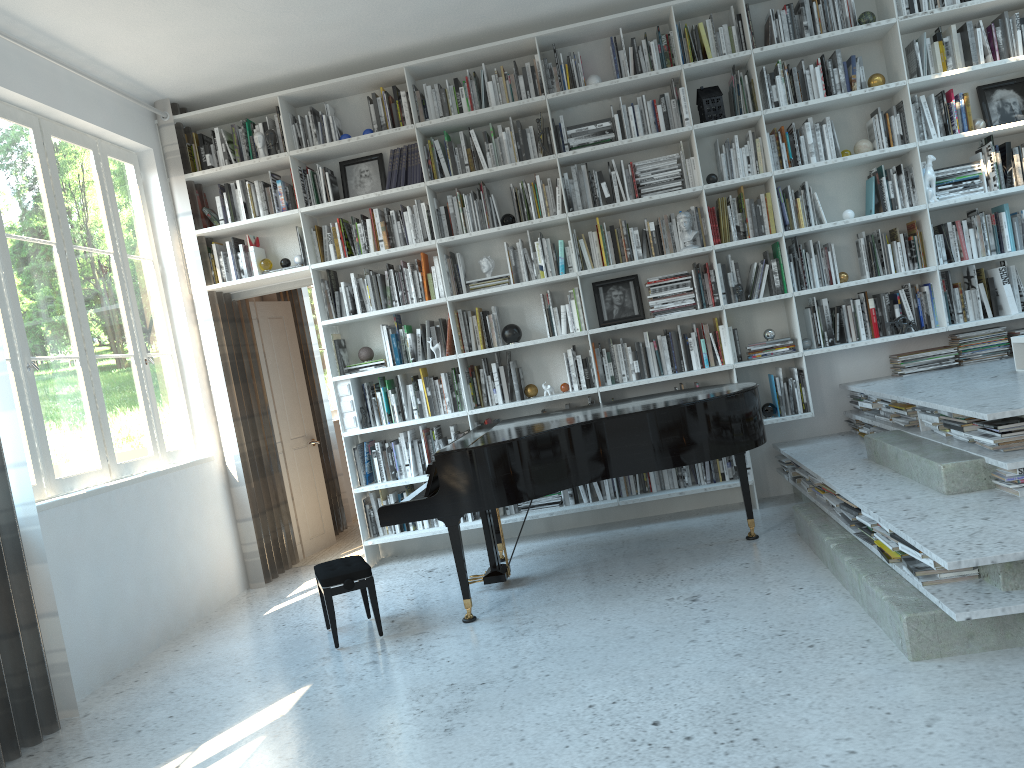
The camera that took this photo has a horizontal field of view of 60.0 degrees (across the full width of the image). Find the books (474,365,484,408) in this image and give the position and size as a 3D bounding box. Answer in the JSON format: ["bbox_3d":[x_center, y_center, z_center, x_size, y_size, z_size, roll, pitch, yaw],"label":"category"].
[{"bbox_3d":[-0.205,0.014,5.818,0.012,0.272,0.181,-10,2,7],"label":"books"}]

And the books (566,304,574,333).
[{"bbox_3d":[0.379,-0.420,5.735,0.024,0.188,0.172,-10,2,7],"label":"books"}]

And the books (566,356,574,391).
[{"bbox_3d":[0.383,-0.068,5.769,0.015,0.225,0.148,-10,2,7],"label":"books"}]

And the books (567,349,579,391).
[{"bbox_3d":[0.398,-0.092,5.747,0.027,0.269,0.158,-10,2,7],"label":"books"}]

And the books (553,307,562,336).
[{"bbox_3d":[0.299,-0.403,5.756,0.030,0.183,0.154,-10,2,7],"label":"books"}]

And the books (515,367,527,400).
[{"bbox_3d":[0.061,-0.003,5.804,0.023,0.212,0.160,-10,2,7],"label":"books"}]

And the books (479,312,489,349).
[{"bbox_3d":[-0.174,-0.349,5.806,0.014,0.244,0.153,-10,2,7],"label":"books"}]

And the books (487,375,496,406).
[{"bbox_3d":[-0.124,0.038,5.822,0.024,0.196,0.156,-10,2,7],"label":"books"}]

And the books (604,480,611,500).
[{"bbox_3d":[0.608,0.610,5.751,0.024,0.260,0.189,-10,2,7],"label":"books"}]

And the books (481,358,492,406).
[{"bbox_3d":[-0.154,-0.016,5.817,0.014,0.313,0.166,-10,2,7],"label":"books"}]

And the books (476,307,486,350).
[{"bbox_3d":[-0.199,-0.359,5.787,0.026,0.274,0.190,-10,2,7],"label":"books"}]

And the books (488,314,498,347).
[{"bbox_3d":[-0.114,-0.345,5.791,0.028,0.216,0.175,-10,2,7],"label":"books"}]

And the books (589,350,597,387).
[{"bbox_3d":[0.531,-0.103,5.765,0.019,0.242,0.107,-10,2,7],"label":"books"}]

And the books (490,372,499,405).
[{"bbox_3d":[-0.104,0.025,5.815,0.021,0.215,0.171,-10,2,7],"label":"books"}]

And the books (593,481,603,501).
[{"bbox_3d":[0.537,0.614,5.778,0.073,0.276,0.181,-10,2,7],"label":"books"}]

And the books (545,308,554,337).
[{"bbox_3d":[0.247,-0.395,5.748,0.025,0.186,0.154,-10,2,7],"label":"books"}]

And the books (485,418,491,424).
[{"bbox_3d":[-0.135,0.372,5.852,0.013,0.288,0.160,-10,2,7],"label":"books"}]

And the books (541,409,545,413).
[{"bbox_3d":[0.229,0.309,5.805,0.012,0.285,0.159,-10,2,7],"label":"books"}]

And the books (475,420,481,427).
[{"bbox_3d":[-0.203,0.386,5.864,0.012,0.285,0.159,-10,2,7],"label":"books"}]

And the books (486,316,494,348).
[{"bbox_3d":[-0.132,-0.338,5.798,0.011,0.208,0.180,-10,2,7],"label":"books"}]

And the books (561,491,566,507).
[{"bbox_3d":[0.327,0.663,5.800,0.012,0.254,0.160,-10,2,7],"label":"books"}]

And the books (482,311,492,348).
[{"bbox_3d":[-0.151,-0.355,5.819,0.028,0.248,0.142,-10,2,7],"label":"books"}]

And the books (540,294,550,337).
[{"bbox_3d":[0.221,-0.441,5.753,0.012,0.285,0.159,-10,2,7],"label":"books"}]

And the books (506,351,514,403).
[{"bbox_3d":[-0.013,-0.048,5.797,0.050,0.328,0.166,-10,2,7],"label":"books"}]

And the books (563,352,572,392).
[{"bbox_3d":[0.367,-0.079,5.762,0.012,0.254,0.160,-10,2,7],"label":"books"}]

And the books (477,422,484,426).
[{"bbox_3d":[-0.184,0.392,5.864,0.023,0.266,0.134,-10,2,7],"label":"books"}]

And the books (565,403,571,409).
[{"bbox_3d":[0.388,0.275,5.794,0.025,0.294,0.134,-10,2,7],"label":"books"}]

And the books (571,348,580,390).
[{"bbox_3d":[0.417,-0.100,5.759,0.010,0.277,0.155,-10,2,7],"label":"books"}]

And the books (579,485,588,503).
[{"bbox_3d":[0.449,0.641,5.787,0.062,0.253,0.177,-10,2,7],"label":"books"}]

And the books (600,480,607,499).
[{"bbox_3d":[0.588,0.613,5.785,0.025,0.259,0.132,-10,2,7],"label":"books"}]

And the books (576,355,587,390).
[{"bbox_3d":[0.453,-0.078,5.743,0.029,0.221,0.153,-10,2,7],"label":"books"}]

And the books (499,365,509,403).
[{"bbox_3d":[-0.042,0.000,5.820,0.029,0.241,0.135,-10,2,7],"label":"books"}]

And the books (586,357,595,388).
[{"bbox_3d":[0.511,-0.078,5.743,0.024,0.201,0.158,-10,2,7],"label":"books"}]

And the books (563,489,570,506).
[{"bbox_3d":[0.349,0.652,5.812,0.031,0.266,0.144,-10,2,7],"label":"books"}]

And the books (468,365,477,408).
[{"bbox_3d":[-0.246,0.016,5.835,0.013,0.283,0.146,-10,2,7],"label":"books"}]

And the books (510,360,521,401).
[{"bbox_3d":[0.030,-0.022,5.792,0.027,0.261,0.163,-10,2,7],"label":"books"}]

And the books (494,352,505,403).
[{"bbox_3d":[-0.070,-0.045,5.828,0.013,0.339,0.137,-10,2,7],"label":"books"}]

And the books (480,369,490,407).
[{"bbox_3d":[-0.175,0.021,5.823,0.042,0.248,0.162,-10,2,7],"label":"books"}]

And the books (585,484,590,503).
[{"bbox_3d":[0.487,0.645,5.781,0.011,0.232,0.174,-10,2,7],"label":"books"}]

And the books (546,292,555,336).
[{"bbox_3d":[0.257,-0.451,5.755,0.011,0.292,0.155,-10,2,7],"label":"books"}]

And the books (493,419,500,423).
[{"bbox_3d":[-0.081,0.370,5.853,0.026,0.274,0.146,-10,2,7],"label":"books"}]

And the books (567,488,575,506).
[{"bbox_3d":[0.383,0.679,5.797,0.029,0.202,0.178,-10,2,7],"label":"books"}]

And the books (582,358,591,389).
[{"bbox_3d":[0.487,-0.071,5.760,0.031,0.195,0.142,-10,2,7],"label":"books"}]

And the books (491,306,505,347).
[{"bbox_3d":[-0.089,-0.376,5.801,0.028,0.266,0.144,-10,2,7],"label":"books"}]

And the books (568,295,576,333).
[{"bbox_3d":[0.390,-0.450,5.721,0.012,0.244,0.171,-10,2,7],"label":"books"}]

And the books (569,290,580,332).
[{"bbox_3d":[0.408,-0.466,5.724,0.027,0.269,0.178,-10,2,7],"label":"books"}]

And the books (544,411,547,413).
[{"bbox_3d":[0.241,0.314,5.799,0.012,0.271,0.142,-10,2,7],"label":"books"}]

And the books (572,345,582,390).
[{"bbox_3d":[0.427,-0.109,5.753,0.014,0.291,0.131,-10,2,7],"label":"books"}]

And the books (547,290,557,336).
[{"bbox_3d":[0.267,-0.456,5.750,0.012,0.298,0.166,-10,2,7],"label":"books"}]

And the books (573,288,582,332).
[{"bbox_3d":[0.424,-0.474,5.712,0.011,0.279,0.187,-10,2,7],"label":"books"}]

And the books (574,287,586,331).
[{"bbox_3d":[0.440,-0.478,5.713,0.021,0.282,0.161,-10,2,7],"label":"books"}]

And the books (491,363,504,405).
[{"bbox_3d":[-0.086,-0.006,5.807,0.027,0.269,0.185,-10,2,7],"label":"books"}]

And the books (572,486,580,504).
[{"bbox_3d":[0.409,0.656,5.804,0.028,0.238,0.136,-10,2,7],"label":"books"}]

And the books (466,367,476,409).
[{"bbox_3d":[-0.257,0.021,5.846,0.013,0.276,0.147,-10,2,7],"label":"books"}]

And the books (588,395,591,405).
[{"bbox_3d":[0.529,0.237,5.752,0.013,0.320,0.173,-10,2,7],"label":"books"}]

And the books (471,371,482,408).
[{"bbox_3d":[-0.221,0.034,5.830,0.030,0.239,0.157,-10,2,7],"label":"books"}]

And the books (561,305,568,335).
[{"bbox_3d":[0.339,-0.413,5.735,0.057,0.188,0.156,-10,2,7],"label":"books"}]

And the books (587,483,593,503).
[{"bbox_3d":[0.493,0.623,5.771,0.012,0.275,0.180,-10,2,7],"label":"books"}]

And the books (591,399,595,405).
[{"bbox_3d":[0.550,0.249,5.760,0.022,0.290,0.160,-10,2,7],"label":"books"}]
